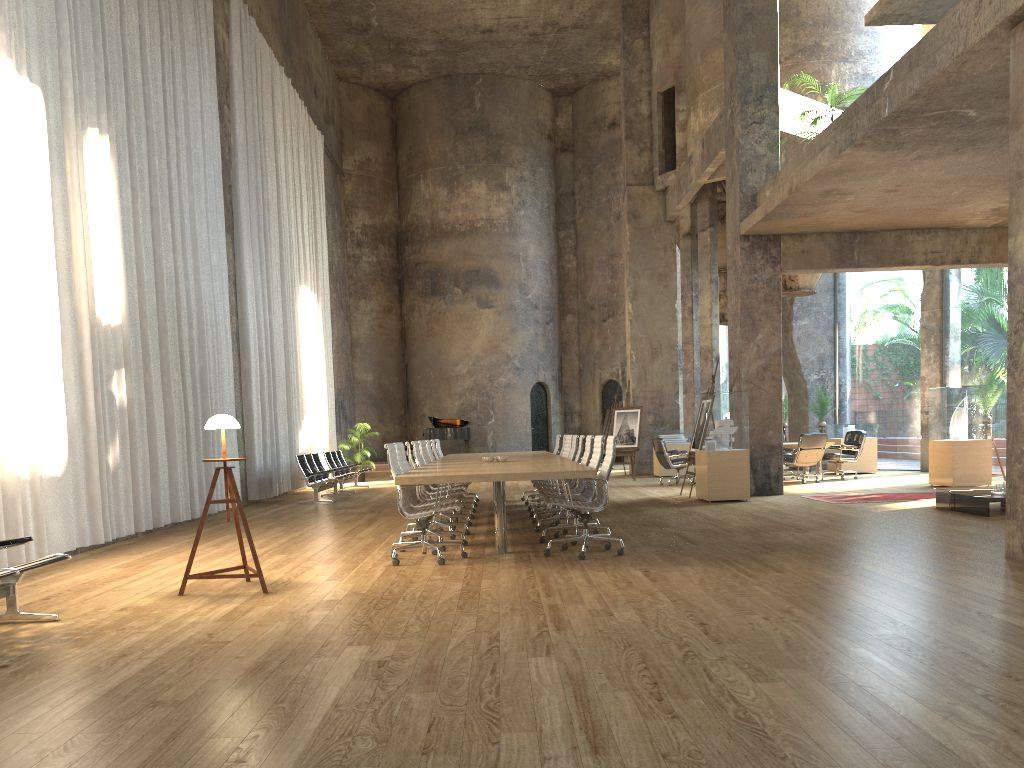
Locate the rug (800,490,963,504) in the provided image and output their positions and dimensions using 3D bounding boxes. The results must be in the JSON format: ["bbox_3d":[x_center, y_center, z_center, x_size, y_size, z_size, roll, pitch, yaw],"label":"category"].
[{"bbox_3d":[5.435,1.560,12.197,2.462,0.009,1.341,-2,-3,-1],"label":"rug"}]

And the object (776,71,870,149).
[{"bbox_3d":[4.448,-3.352,12.250,1.402,1.822,1.348,-2,2,5],"label":"object"}]

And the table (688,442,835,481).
[{"bbox_3d":[4.615,1.478,16.383,2.409,0.705,1.100,-2,-1,-1],"label":"table"}]

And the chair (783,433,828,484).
[{"bbox_3d":[5.131,1.326,15.693,0.727,0.899,0.819,-3,1,-27],"label":"chair"}]

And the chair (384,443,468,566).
[{"bbox_3d":[-0.752,1.017,7.606,0.699,1.033,0.661,-2,2,5],"label":"chair"}]

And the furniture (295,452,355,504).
[{"bbox_3d":[-3.319,1.654,15.791,0.708,0.846,1.865,-2,-2,-1],"label":"furniture"}]

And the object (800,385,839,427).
[{"bbox_3d":[6.625,0.469,19.034,0.859,0.947,0.684,-2,2,2],"label":"object"}]

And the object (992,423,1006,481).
[{"bbox_3d":[7.493,1.113,14.077,0.655,0.979,0.569,-4,3,-37],"label":"object"}]

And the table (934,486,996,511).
[{"bbox_3d":[5.470,1.340,10.322,0.859,0.248,0.368,-2,-1,-1],"label":"table"}]

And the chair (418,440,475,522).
[{"bbox_3d":[-0.842,1.216,11.130,0.699,1.033,0.661,-2,2,8],"label":"chair"}]

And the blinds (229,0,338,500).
[{"bbox_3d":[-4.567,-2.126,18.598,0.275,8.705,7.788,-2,1,0],"label":"blinds"}]

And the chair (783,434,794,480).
[{"bbox_3d":[5.113,1.408,17.140,0.729,0.899,0.817,-2,1,0],"label":"chair"}]

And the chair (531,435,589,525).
[{"bbox_3d":[0.564,1.124,10.366,0.699,1.033,0.661,-2,2,8],"label":"chair"}]

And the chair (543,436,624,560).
[{"bbox_3d":[0.607,0.969,7.608,0.699,1.033,0.661,-2,2,5],"label":"chair"}]

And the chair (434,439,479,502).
[{"bbox_3d":[1.952,1.277,13.860,12.948,1.038,31.389,-2,-3,-1],"label":"chair"}]

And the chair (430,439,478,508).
[{"bbox_3d":[-0.874,1.318,12.941,0.699,1.033,0.661,-2,2,3],"label":"chair"}]

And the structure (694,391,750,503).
[{"bbox_3d":[3.007,0.902,12.615,0.594,1.559,0.737,-2,3,-1],"label":"structure"}]

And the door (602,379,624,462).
[{"bbox_3d":[3.173,1.171,27.308,0.901,2.651,0.110,1,6,41],"label":"door"}]

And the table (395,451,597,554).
[{"bbox_3d":[-0.172,1.307,10.826,1.600,0.762,7.686,-2,-3,-1],"label":"table"}]

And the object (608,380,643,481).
[{"bbox_3d":[2.426,0.980,18.541,0.701,2.163,0.679,0,4,31],"label":"object"}]

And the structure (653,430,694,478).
[{"bbox_3d":[3.536,1.521,19.293,0.743,1.022,0.731,-2,2,-1],"label":"structure"}]

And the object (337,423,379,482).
[{"bbox_3d":[-3.774,1.693,21.661,1.090,1.467,1.124,-2,2,-10],"label":"object"}]

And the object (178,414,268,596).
[{"bbox_3d":[-1.996,0.864,6.354,0.571,1.307,0.653,0,4,32],"label":"object"}]

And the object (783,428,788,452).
[{"bbox_3d":[6.699,1.557,21.538,0.658,0.980,0.567,-2,3,-7],"label":"object"}]

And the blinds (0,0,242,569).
[{"bbox_3d":[-4.440,-2.610,9.977,0.275,8.705,7.788,-2,1,0],"label":"blinds"}]

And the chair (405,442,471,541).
[{"bbox_3d":[-0.807,1.114,9.321,0.699,1.033,0.661,-2,2,-1],"label":"chair"}]

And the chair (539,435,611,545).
[{"bbox_3d":[0.596,1.022,8.554,0.699,1.033,0.661,-2,2,3],"label":"chair"}]

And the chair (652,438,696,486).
[{"bbox_3d":[3.058,1.437,16.369,0.820,0.899,0.726,-2,1,-5],"label":"chair"}]

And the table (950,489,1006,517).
[{"bbox_3d":[5.476,1.341,9.956,0.790,0.204,1.106,-2,-3,-1],"label":"table"}]

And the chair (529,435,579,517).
[{"bbox_3d":[0.554,1.174,11.244,0.699,1.033,0.661,-2,2,5],"label":"chair"}]

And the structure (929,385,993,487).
[{"bbox_3d":[6.915,0.817,13.575,0.594,1.559,0.737,-2,3,-1],"label":"structure"}]

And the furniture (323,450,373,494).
[{"bbox_3d":[-3.354,1.788,18.172,0.708,0.846,1.865,-2,-2,-1],"label":"furniture"}]

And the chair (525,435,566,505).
[{"bbox_3d":[0.525,1.274,13.028,0.699,1.033,0.661,-2,2,8],"label":"chair"}]

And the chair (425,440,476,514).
[{"bbox_3d":[-0.858,1.267,12.026,0.699,1.033,0.661,-2,2,5],"label":"chair"}]

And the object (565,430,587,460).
[{"bbox_3d":[2.003,1.900,27.770,0.913,0.998,0.902,-2,1,10],"label":"object"}]

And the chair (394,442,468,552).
[{"bbox_3d":[-0.794,1.066,8.467,0.699,1.033,0.661,-2,2,8],"label":"chair"}]

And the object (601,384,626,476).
[{"bbox_3d":[2.293,1.089,20.423,0.685,2.163,0.695,0,4,25],"label":"object"}]

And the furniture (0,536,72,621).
[{"bbox_3d":[-3.098,1.023,4.597,0.708,0.846,1.865,-2,-2,-1],"label":"furniture"}]

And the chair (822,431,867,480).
[{"bbox_3d":[6.100,1.331,16.390,0.820,0.899,0.726,-2,1,-6],"label":"chair"}]

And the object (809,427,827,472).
[{"bbox_3d":[6.815,1.413,19.032,0.571,0.979,0.654,0,3,35],"label":"object"}]

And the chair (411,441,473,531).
[{"bbox_3d":[-0.832,1.167,10.251,0.699,1.033,0.661,-2,2,5],"label":"chair"}]

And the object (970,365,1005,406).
[{"bbox_3d":[7.521,0.157,14.009,0.687,0.946,0.856,-2,1,-10],"label":"object"}]

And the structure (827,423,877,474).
[{"bbox_3d":[6.970,1.330,18.025,0.735,1.022,0.739,-2,2,-1],"label":"structure"}]

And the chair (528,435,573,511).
[{"bbox_3d":[0.546,1.226,12.174,0.699,1.033,0.661,-2,2,-1],"label":"chair"}]

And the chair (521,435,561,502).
[{"bbox_3d":[0.477,1.324,13.890,0.699,1.033,0.661,-2,2,5],"label":"chair"}]

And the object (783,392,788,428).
[{"bbox_3d":[6.609,0.606,21.487,0.688,0.946,0.854,-1,1,20],"label":"object"}]

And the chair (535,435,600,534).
[{"bbox_3d":[0.580,1.074,9.469,0.699,1.033,0.661,-2,2,5],"label":"chair"}]

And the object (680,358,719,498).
[{"bbox_3d":[2.964,0.679,13.482,0.684,2.163,0.695,-2,4,-2],"label":"object"}]

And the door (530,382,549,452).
[{"bbox_3d":[0.804,1.086,27.277,0.897,2.314,0.091,-5,5,-42],"label":"door"}]
